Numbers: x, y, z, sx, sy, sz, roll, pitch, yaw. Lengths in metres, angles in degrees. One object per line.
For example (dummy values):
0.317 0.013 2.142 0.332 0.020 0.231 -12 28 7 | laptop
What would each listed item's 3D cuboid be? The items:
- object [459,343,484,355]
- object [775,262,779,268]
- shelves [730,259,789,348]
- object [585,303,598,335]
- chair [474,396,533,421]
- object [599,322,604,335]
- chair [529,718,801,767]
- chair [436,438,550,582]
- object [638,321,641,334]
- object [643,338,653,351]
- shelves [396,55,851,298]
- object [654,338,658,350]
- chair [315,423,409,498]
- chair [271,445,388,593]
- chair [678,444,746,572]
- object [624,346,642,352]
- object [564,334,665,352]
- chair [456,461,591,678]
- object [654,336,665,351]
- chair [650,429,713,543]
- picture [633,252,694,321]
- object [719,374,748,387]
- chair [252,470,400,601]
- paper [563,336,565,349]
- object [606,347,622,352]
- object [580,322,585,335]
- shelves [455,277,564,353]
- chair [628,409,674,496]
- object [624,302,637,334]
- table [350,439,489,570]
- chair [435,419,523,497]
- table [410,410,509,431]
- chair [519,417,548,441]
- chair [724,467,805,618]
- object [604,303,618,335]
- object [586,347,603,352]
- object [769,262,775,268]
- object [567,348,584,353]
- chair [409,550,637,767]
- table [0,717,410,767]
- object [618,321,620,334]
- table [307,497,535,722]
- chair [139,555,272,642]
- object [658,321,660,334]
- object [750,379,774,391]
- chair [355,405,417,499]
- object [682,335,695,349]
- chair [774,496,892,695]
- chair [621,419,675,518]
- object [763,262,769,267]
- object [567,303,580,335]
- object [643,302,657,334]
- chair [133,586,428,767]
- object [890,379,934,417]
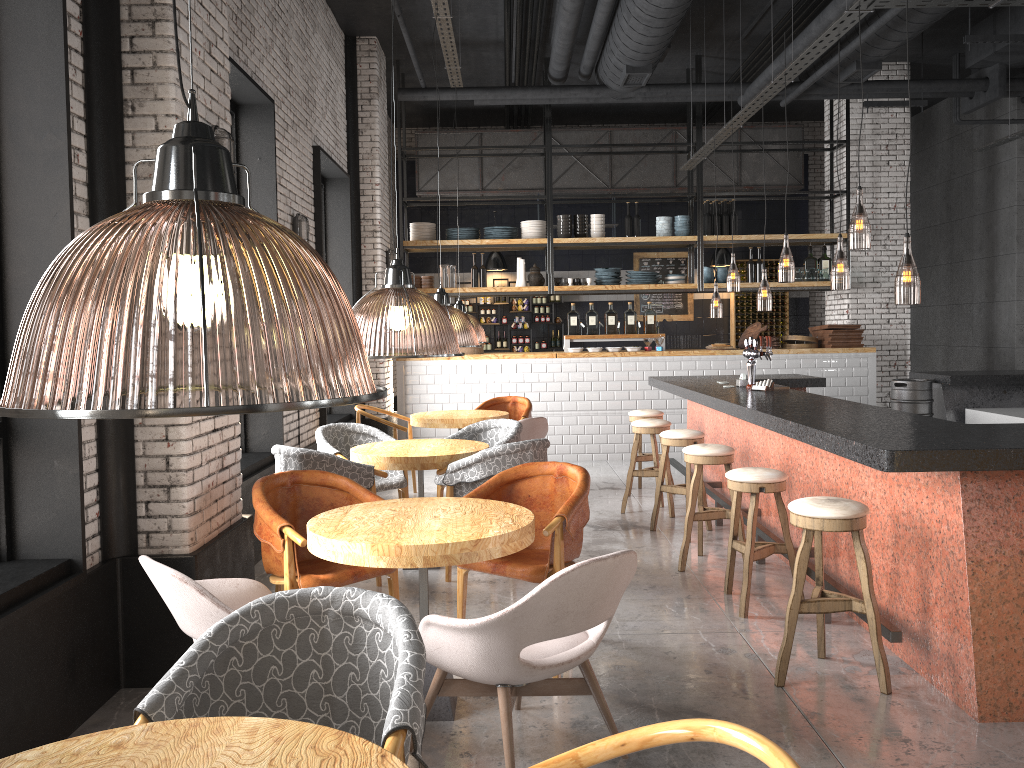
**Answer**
-0.572 -0.431 11.011 0.437 0.156 0.420 -3 4 -28 | object
4.300 -1.932 14.371 0.079 0.079 0.284 -1 3 0 | object
4.034 -0.942 14.457 0.889 2.147 0.251 -1 2 0 | shelves
1.007 -0.822 11.198 0.154 0.404 0.154 -1 2 -1 | object
-0.052 0.602 9.015 0.681 0.928 0.644 0 3 22 | chair
1.117 -0.700 11.147 0.039 0.163 0.077 1 3 44 | object
0.208 1.044 1.361 0.644 0.920 0.613 -1 3 -8 | chair
-0.046 0.799 5.609 0.644 0.928 0.681 1 4 44 | chair
1.595 -0.708 11.132 0.024 0.163 0.062 -1 2 -10 | object
1.674 -0.486 10.919 0.122 0.165 0.112 1 3 34 | object
1.412 -2.701 11.435 5.677 3.064 0.598 -1 2 0 | shelves
1.815 -0.492 10.975 0.122 0.165 0.112 -3 3 -36 | object
-1.140 0.764 6.549 0.644 0.928 0.681 1 4 44 | chair
-1.218 0.823 5.552 0.681 0.928 0.644 1 4 44 | chair
1.254 0.802 5.855 0.439 0.805 0.481 -2 3 -26 | chair
1.484 -0.429 10.890 0.216 0.060 0.324 -1 3 0 | object
1.292 -0.350 11.225 1.250 0.551 0.315 -1 2 0 | object
0.126 0.871 4.313 0.681 0.928 0.644 1 3 37 | chair
1.806 -0.496 10.848 0.128 0.189 0.123 -1 3 9 | object
1.274 0.746 6.810 0.439 0.805 0.481 1 3 39 | chair
2.502 -1.603 14.642 0.980 1.141 0.021 -1 2 0 | picture
1.860 -0.050 7.735 0.200 0.106 0.767 -1 3 0 | object
-0.917 0.895 4.215 0.644 0.928 0.681 1 3 42 | chair
0.658 -0.522 11.211 0.012 0.164 0.108 -1 3 0 | paper
1.252 -0.424 10.905 0.216 0.055 0.324 -1 3 0 | object
0.879 -0.695 11.129 0.032 0.163 0.080 -2 3 -29 | object
-0.043 -0.977 14.482 1.761 1.481 0.157 -1 2 0 | shelves
1.243 0.648 8.506 0.439 0.805 0.481 -2 3 -31 | chair
1.493 -0.831 11.204 0.154 0.404 0.154 -1 2 -1 | object
-0.612 0.830 6.001 0.933 0.809 0.932 -4 4 -43 | table
-0.177 0.743 6.622 0.681 0.928 0.644 1 4 44 | chair
-0.487 0.689 8.404 0.932 0.809 0.933 2 4 42 | table
-0.053 0.698 7.915 0.771 0.850 0.802 -3 4 -41 | chair
1.378 0.875 5.060 0.480 0.805 0.439 -2 3 -21 | chair
1.250 -0.827 11.207 0.154 0.404 0.154 -1 2 -1 | object
1.013 -0.420 10.882 0.216 0.059 0.324 -1 3 0 | object
4.206 -1.928 14.336 0.079 0.079 0.284 -1 3 0 | object
0.780 -0.415 10.894 0.216 0.055 0.324 -1 3 0 | object
0.068 0.969 3.203 0.771 0.850 0.802 -3 4 -41 | chair
-0.570 1.100 1.332 0.933 0.809 0.932 -4 4 -43 | table
1.348 -0.705 11.153 0.031 0.163 0.046 0 2 25 | object
-0.365 0.960 3.691 0.933 0.809 0.932 -4 4 -43 | table
-0.900 0.986 3.202 0.803 0.850 0.771 -3 4 -41 | chair
1.838 -0.712 11.131 0.034 0.163 0.061 0 3 33 | object
1.950 0.004 6.909 0.091 0.091 0.178 -2 3 -25 | object
-1.241 0.657 8.491 0.644 0.920 0.613 -1 3 7 | chair
2.261 -0.532 11.162 0.181 0.168 0.170 -2 3 -20 | object
1.427 0.912 3.892 0.481 0.805 0.439 -3 3 -41 | chair
1.207 0.704 7.547 0.480 0.805 0.439 -2 3 -26 | chair
4.112 -1.926 14.332 0.079 0.079 0.284 -1 3 0 | object
0.775 -0.818 11.205 0.154 0.404 0.154 -1 2 -1 | object
1.741 -0.835 11.209 0.154 0.404 0.154 -1 2 -1 | object
-0.469 1.009 2.112 0.681 0.928 0.644 -1 3 9 | chair
3.973 0.472 8.811 0.399 1.034 0.398 1 3 35 | object
